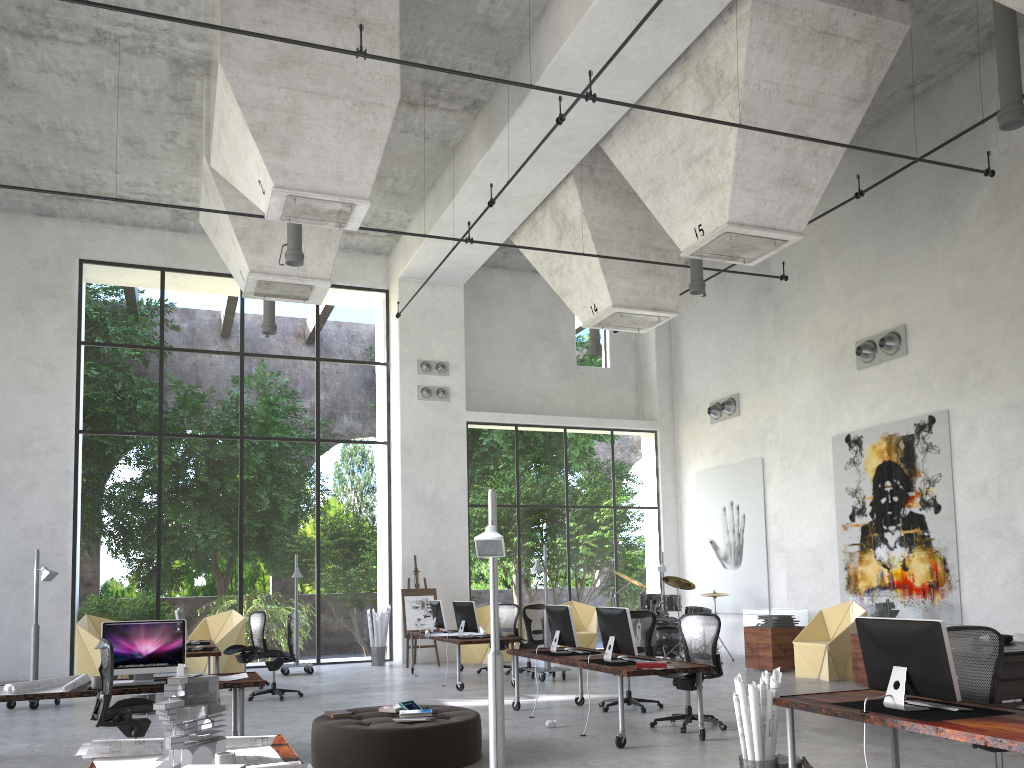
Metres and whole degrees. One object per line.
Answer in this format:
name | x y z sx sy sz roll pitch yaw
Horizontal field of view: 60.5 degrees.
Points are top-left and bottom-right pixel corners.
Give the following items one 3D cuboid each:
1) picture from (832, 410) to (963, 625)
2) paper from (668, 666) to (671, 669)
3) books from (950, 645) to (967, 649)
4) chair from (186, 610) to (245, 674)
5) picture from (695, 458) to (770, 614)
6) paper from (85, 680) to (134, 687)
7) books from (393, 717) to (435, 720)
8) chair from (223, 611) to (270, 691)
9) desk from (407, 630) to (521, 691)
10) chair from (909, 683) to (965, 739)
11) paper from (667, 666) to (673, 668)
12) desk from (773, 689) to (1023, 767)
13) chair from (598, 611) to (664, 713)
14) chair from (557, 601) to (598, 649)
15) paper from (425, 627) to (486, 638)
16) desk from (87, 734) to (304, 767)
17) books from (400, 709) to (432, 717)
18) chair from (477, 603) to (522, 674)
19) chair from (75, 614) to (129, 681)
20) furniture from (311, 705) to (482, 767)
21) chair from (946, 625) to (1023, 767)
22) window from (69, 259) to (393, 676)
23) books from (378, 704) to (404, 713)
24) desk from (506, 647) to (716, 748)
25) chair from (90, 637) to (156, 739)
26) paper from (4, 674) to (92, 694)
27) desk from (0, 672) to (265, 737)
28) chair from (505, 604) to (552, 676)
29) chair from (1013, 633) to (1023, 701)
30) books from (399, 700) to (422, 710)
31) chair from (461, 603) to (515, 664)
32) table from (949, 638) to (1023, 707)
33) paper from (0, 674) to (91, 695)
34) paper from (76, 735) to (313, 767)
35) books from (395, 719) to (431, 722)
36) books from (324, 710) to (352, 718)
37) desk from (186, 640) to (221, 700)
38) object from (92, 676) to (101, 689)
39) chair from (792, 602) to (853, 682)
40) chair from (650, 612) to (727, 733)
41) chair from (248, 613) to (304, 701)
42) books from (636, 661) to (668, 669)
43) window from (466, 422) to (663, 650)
picture | 5.766 2.100 13.358 0.020 2.975 2.394 1 -8 -21
paper | 1.351 2.677 8.289 0.290 0.001 0.214 -4 -13 11
books | 4.446 2.672 8.936 0.307 0.029 0.225 -11 -16 36
chair | -5.427 4.731 16.075 0.983 1.152 0.947 -5 -9 24
picture | 4.463 3.175 17.977 0.020 2.975 2.376 1 -8 -21
paper | -3.534 2.701 7.942 0.485 0.001 0.438 1 -13 -10
books | -0.840 2.860 7.508 0.301 0.039 0.224 -4 -13 14
chair | -4.167 4.166 13.775 0.775 1.168 0.801 -6 -9 32
desk | -0.845 4.427 14.220 0.975 0.712 3.188 3 -13 -20
chair | 4.157 3.139 8.516 0.438 0.482 0.426 3 -9 -26
paper | 1.360 2.675 8.291 0.290 0.001 0.215 0 -13 -4
desk | 2.776 2.204 4.748 0.965 0.712 3.190 3 -13 -20
chair | 1.375 3.334 10.628 0.774 1.168 0.802 4 -9 -37
chair | 1.251 4.892 17.420 0.979 1.152 0.951 -1 -8 -1
paper | -0.937 4.083 14.469 1.075 0.103 0.996 1 -13 -11
desk | -1.184 1.960 3.296 0.975 0.712 3.188 3 -13 -20
books | -0.853 2.919 7.788 0.284 0.033 0.202 1 -13 -8
chair | -0.188 4.427 15.307 0.772 1.168 0.804 -4 -8 18
chair | -6.940 4.539 15.084 0.936 1.152 0.995 -3 -9 14
furniture | -1.024 3.166 7.863 1.509 0.422 1.538 3 -13 -19
chair | 3.213 2.199 5.794 0.773 1.168 0.803 3 -9 -32
window | -5.320 1.679 17.319 5.968 7.742 0.068 2 -6 -21
books | -1.079 2.999 8.124 0.198 0.034 0.289 -7 -14 24
desk | 0.923 3.330 9.542 0.975 0.712 3.188 3 -13 -20
chair | -3.065 2.628 7.091 0.777 1.168 0.798 -8 -10 42
paper | -4.476 2.582 7.477 0.894 0.102 1.965 -5 -13 17
desk | -3.826 3.013 7.690 3.132 0.714 0.991 4 -11 -21
chair | 0.260 4.300 14.786 0.797 1.168 0.778 -6 -9 32
chair | 5.916 3.323 10.187 0.776 0.807 0.703 5 -11 -36
books | -0.924 2.961 8.044 0.145 0.101 0.207 6 -13 -35
chair | -0.475 4.912 17.344 0.984 1.152 0.946 -6 -9 27
table | 4.916 3.138 9.228 1.507 0.783 1.631 3 -12 -21
paper | -4.244 2.586 7.533 1.077 0.103 0.994 4 -14 -21
paper | -1.503 1.749 4.092 0.978 0.103 1.095 5 -14 -25
books | -0.846 2.862 7.482 0.300 0.031 0.224 0 -13 -6
books | -1.563 2.964 7.891 0.175 0.032 0.259 6 -14 -29
desk | -4.805 4.184 12.768 0.965 0.712 3.190 3 -13 -20
object | -3.547 2.564 7.546 0.123 0.099 0.089 -3 -9 8
chair | 4.896 3.904 13.408 0.935 1.152 0.995 2 -9 -22
chair | 1.875 3.009 9.240 0.776 1.168 0.799 -7 -9 37
chair | -3.352 3.837 12.399 0.795 1.168 0.781 3 -9 -32
books | 1.318 2.645 8.275 0.285 0.051 0.206 -4 -13 11
window | 1.207 3.326 18.909 4.567 4.826 0.020 2 -6 -21
